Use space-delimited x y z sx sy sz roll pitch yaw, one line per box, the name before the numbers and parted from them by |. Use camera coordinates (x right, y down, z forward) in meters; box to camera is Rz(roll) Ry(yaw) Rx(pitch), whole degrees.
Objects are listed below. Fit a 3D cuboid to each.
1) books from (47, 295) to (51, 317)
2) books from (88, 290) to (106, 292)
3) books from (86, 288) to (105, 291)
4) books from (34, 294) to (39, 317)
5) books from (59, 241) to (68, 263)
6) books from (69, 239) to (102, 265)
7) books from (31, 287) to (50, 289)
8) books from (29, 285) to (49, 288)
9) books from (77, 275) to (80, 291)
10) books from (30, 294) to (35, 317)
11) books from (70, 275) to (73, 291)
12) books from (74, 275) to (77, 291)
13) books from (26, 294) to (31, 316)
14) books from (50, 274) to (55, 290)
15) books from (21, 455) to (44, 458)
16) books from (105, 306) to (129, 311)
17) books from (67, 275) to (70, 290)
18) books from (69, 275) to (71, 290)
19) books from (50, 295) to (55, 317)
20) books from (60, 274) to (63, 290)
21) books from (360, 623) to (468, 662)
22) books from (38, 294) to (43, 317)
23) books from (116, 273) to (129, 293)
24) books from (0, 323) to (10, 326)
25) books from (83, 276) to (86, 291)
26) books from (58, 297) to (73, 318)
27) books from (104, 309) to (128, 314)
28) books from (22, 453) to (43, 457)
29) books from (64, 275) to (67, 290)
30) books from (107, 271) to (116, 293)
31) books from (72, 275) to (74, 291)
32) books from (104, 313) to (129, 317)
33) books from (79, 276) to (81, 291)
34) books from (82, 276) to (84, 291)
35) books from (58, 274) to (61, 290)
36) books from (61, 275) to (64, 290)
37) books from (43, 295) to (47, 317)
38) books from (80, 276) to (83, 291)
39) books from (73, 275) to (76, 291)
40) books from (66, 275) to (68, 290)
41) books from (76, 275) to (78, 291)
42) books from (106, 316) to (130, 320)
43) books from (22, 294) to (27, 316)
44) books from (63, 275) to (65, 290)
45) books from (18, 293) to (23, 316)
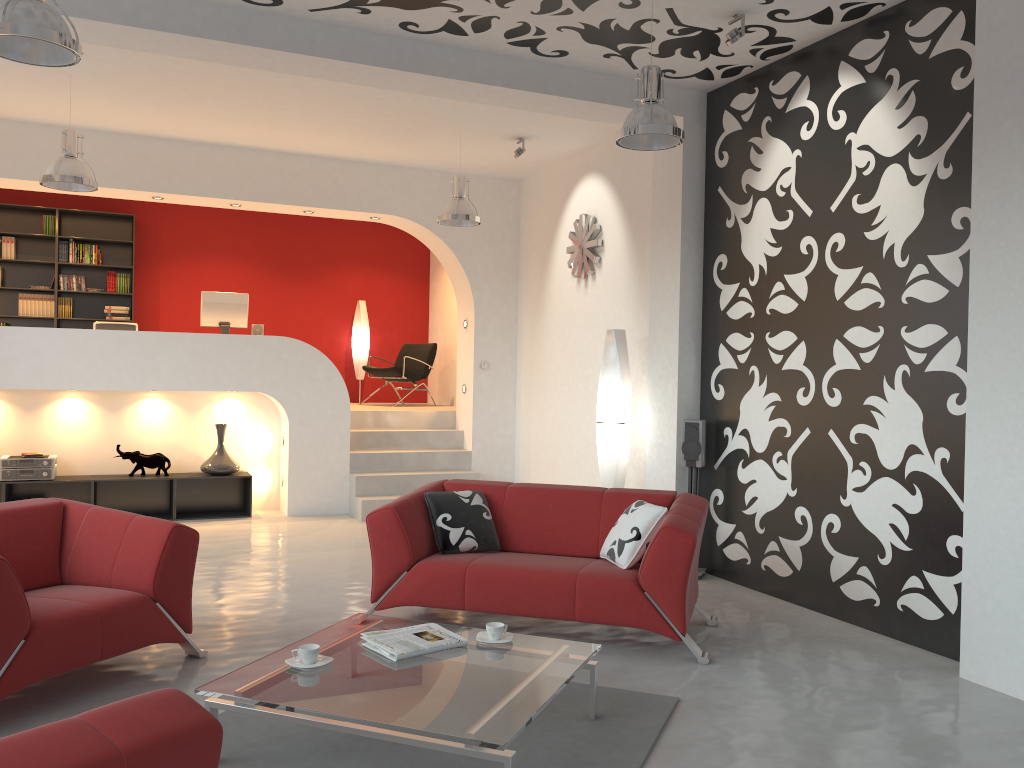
books | -5.358 -0.895 10.268 0.040 0.260 0.200 1 1 -24
books | -4.908 -1.097 10.485 0.190 0.015 0.135 1 1 -24
books | -4.917 -1.112 10.481 0.190 0.015 0.135 1 1 -19
books | -5.470 -0.897 10.219 0.040 0.260 0.200 1 1 -24
books | -5.224 -1.524 10.329 0.090 0.256 0.181 1 1 -24
books | -4.998 -1.535 10.404 0.341 0.286 0.231 1 1 -24
books | -5.446 -1.105 10.247 0.190 0.015 0.135 1 1 -24
books | -5.463 -1.120 10.239 0.190 0.015 0.135 1 1 -24
books | -5.083 -1.172 10.407 0.031 0.190 0.135 1 1 -24
books | -5.507 -0.897 10.202 0.040 0.260 0.200 1 1 -24
books | -5.152 -1.173 10.376 0.031 0.190 0.135 1 1 -24
books | -5.111 -1.172 10.394 0.031 0.190 0.135 1 1 -24
books | -5.544 -0.898 10.186 0.040 0.260 0.200 1 1 -24
books | -5.331 -1.174 10.297 0.063 0.187 0.135 1 1 -24
books | -4.255 0.642 7.870 0.135 0.015 0.190 1 1 -44
books | -4.690 -0.894 10.536 0.260 0.040 0.200 1 1 -24
books | -5.179 -1.173 10.364 0.031 0.190 0.135 1 1 -24
books | -5.166 -1.173 10.370 0.031 0.190 0.135 1 1 -24
books | -5.321 -0.894 10.285 0.040 0.260 0.200 1 1 -24
books | -5.248 -1.175 10.334 0.031 0.190 0.135 1 1 -24
books | -0.405 1.050 3.628 0.367 0.035 0.345 1 1 -34
books | -5.433 -0.896 10.235 0.040 0.260 0.200 1 1 -24
books | -4.651 -1.190 10.588 0.146 0.240 0.170 1 1 -24
books | -5.865 -0.599 10.037 0.341 0.286 0.231 1 1 -24
books | -5.028 -1.171 10.431 0.031 0.190 0.135 1 1 -24
books | -5.211 -0.883 10.346 0.146 0.240 0.170 1 1 -24
books | -4.703 -0.854 10.541 0.260 0.040 0.200 1 1 -24
books | -4.261 0.627 7.877 0.135 0.015 0.190 1 1 -39
books | -5.207 -1.174 10.352 0.031 0.190 0.135 1 1 -24
books | -4.761 -1.200 10.540 0.090 0.256 0.181 1 1 -24
books | -5.138 -1.173 10.382 0.031 0.190 0.135 1 1 -24
books | -4.700 -0.814 10.544 0.260 0.040 0.200 1 1 -24
books | -5.070 -1.172 10.413 0.031 0.190 0.135 1 1 -24
books | -5.042 -1.171 10.425 0.031 0.190 0.135 1 1 -24
books | -5.262 -1.175 10.328 0.031 0.190 0.135 1 1 -24
books | -5.234 -1.174 10.340 0.031 0.190 0.135 1 1 -24
books | -5.395 -0.896 10.252 0.040 0.260 0.200 1 1 -24
books | -5.056 -1.171 10.419 0.031 0.190 0.135 1 1 -24
books | -5.124 -1.173 10.388 0.031 0.190 0.135 1 1 -24
books | -5.193 -1.174 10.358 0.031 0.190 0.135 1 1 -24
books | -5.097 -1.172 10.401 0.031 0.190 0.135 1 1 -24
books | -4.686 -0.774 10.555 0.260 0.040 0.200 1 1 -22
books | -5.581 -0.899 10.170 0.040 0.260 0.200 1 1 -24
books | -5.221 -1.174 10.346 0.031 0.190 0.135 1 1 -24
books | -5.618 -0.899 10.153 0.040 0.260 0.200 1 1 -24
